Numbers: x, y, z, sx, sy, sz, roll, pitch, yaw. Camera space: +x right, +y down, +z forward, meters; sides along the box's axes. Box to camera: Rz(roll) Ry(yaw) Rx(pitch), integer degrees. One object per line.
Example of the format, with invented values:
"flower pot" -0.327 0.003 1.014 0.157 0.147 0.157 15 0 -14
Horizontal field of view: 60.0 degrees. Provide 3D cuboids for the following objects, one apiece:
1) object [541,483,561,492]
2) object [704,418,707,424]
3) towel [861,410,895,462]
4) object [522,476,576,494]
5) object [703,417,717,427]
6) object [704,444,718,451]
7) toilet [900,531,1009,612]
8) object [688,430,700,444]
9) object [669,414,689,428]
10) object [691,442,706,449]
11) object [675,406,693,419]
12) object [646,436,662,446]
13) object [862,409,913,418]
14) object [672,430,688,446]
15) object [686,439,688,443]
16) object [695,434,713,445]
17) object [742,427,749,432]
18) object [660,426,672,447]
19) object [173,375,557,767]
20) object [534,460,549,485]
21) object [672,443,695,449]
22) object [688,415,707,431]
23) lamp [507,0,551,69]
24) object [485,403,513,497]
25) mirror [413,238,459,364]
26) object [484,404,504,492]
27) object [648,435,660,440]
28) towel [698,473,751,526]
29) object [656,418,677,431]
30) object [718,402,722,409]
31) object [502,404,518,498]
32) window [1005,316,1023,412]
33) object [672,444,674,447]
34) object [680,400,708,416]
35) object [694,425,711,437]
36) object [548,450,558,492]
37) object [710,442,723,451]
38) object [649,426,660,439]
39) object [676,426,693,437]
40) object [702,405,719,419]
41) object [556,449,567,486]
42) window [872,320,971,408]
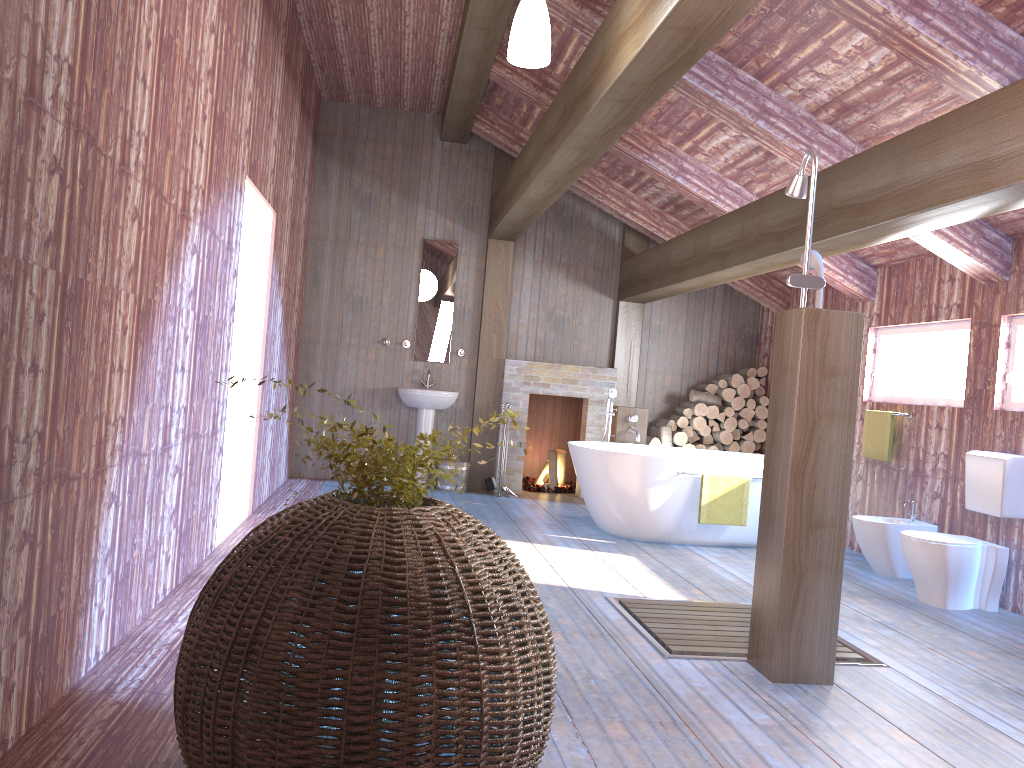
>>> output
"object" 0.402 1.062 9.141 0.085 0.084 0.278 5 0 38
"object" 1.880 0.365 8.807 0.057 0.061 0.156 5 0 -9
"towel" 2.710 0.379 6.573 0.032 0.361 0.370 5 0 -8
"object" 0.373 1.072 9.451 0.829 0.085 0.935 5 0 -26
"object" 1.952 0.381 8.833 0.088 0.092 0.280 5 0 -7
"object" 1.923 0.644 8.833 0.098 0.100 0.437 5 0 -10
"toilet" 2.539 1.097 5.203 0.534 0.400 0.375 5 0 -7
"object" 1.777 0.520 8.909 0.128 0.150 0.323 5 0 -8
"object" 1.647 0.368 8.783 0.115 0.123 0.291 5 0 -7
"object" 1.821 0.639 8.823 0.114 0.120 0.303 5 0 -7
"object" 1.706 0.283 8.806 0.106 0.112 0.282 5 0 -7
"object" 1.342 0.580 8.760 0.139 0.137 0.455 5 0 -10
"object" 2.760 0.216 6.572 0.091 0.043 0.581 5 0 -8
"object" 1.602 0.520 8.786 0.138 0.147 0.440 5 0 -8
"object" 1.694 0.543 8.809 0.064 0.068 0.174 5 0 -9
"object" 1.923 0.547 8.932 0.104 0.127 0.321 5 0 -8
"object" 2.300 0.437 8.874 0.067 0.069 0.177 5 0 -8
"object" 1.494 0.554 8.598 0.147 0.298 0.109 5 0 -5
"object" -0.349 0.538 2.324 0.972 1.073 0.970 5 0 -28
"object" 0.342 0.948 9.288 0.221 0.306 0.121 5 0 19
"object" 1.678 0.635 8.814 0.139 0.148 0.458 5 0 -8
"object" 1.783 0.379 8.808 0.141 0.143 0.437 5 0 -10
"lamp" 0.108 -1.796 3.557 0.174 1.001 0.174 5 0 -27
"object" -0.108 0.618 8.479 0.276 0.888 0.333 5 0 34
"mirror" -0.741 -0.812 8.680 0.350 1.199 0.009 5 0 -8
"object" -0.170 0.603 8.418 0.136 0.846 0.062 5 0 -27
"object" 1.422 0.562 8.869 0.099 0.093 0.280 5 0 -7
"towel" 1.509 0.819 6.289 0.370 0.361 0.032 5 0 -12
"object" 1.534 0.405 8.816 0.114 0.113 0.301 5 0 -10
"object" 2.012 0.196 8.939 0.121 0.124 0.291 5 0 -7
"object" -0.025 0.628 8.426 0.206 0.871 0.126 5 0 35
"window" 3.151 -0.116 4.836 0.054 0.587 1.255 5 0 -7
"object" 1.518 0.612 8.869 0.121 0.124 0.291 5 0 -7
"object" 1.806 0.243 8.815 0.135 0.145 0.439 5 0 -8
"object" 1.874 0.451 8.820 0.115 0.123 0.291 5 0 -7
"object" 0.424 0.899 9.133 0.098 0.434 0.283 5 0 -10
"object" 2.021 0.642 8.948 0.116 0.118 0.289 5 0 -10
"object" 1.470 0.484 8.877 0.108 0.113 0.302 5 0 -8
"object" 1.694 0.462 8.808 0.111 0.113 0.301 5 0 -9
"object" 1.918 0.267 8.831 0.138 0.147 0.440 5 0 -8
"object" 0.497 0.920 9.374 0.140 0.459 0.266 5 0 10
"window" 2.955 -0.138 6.370 0.054 0.587 1.255 5 0 -7
